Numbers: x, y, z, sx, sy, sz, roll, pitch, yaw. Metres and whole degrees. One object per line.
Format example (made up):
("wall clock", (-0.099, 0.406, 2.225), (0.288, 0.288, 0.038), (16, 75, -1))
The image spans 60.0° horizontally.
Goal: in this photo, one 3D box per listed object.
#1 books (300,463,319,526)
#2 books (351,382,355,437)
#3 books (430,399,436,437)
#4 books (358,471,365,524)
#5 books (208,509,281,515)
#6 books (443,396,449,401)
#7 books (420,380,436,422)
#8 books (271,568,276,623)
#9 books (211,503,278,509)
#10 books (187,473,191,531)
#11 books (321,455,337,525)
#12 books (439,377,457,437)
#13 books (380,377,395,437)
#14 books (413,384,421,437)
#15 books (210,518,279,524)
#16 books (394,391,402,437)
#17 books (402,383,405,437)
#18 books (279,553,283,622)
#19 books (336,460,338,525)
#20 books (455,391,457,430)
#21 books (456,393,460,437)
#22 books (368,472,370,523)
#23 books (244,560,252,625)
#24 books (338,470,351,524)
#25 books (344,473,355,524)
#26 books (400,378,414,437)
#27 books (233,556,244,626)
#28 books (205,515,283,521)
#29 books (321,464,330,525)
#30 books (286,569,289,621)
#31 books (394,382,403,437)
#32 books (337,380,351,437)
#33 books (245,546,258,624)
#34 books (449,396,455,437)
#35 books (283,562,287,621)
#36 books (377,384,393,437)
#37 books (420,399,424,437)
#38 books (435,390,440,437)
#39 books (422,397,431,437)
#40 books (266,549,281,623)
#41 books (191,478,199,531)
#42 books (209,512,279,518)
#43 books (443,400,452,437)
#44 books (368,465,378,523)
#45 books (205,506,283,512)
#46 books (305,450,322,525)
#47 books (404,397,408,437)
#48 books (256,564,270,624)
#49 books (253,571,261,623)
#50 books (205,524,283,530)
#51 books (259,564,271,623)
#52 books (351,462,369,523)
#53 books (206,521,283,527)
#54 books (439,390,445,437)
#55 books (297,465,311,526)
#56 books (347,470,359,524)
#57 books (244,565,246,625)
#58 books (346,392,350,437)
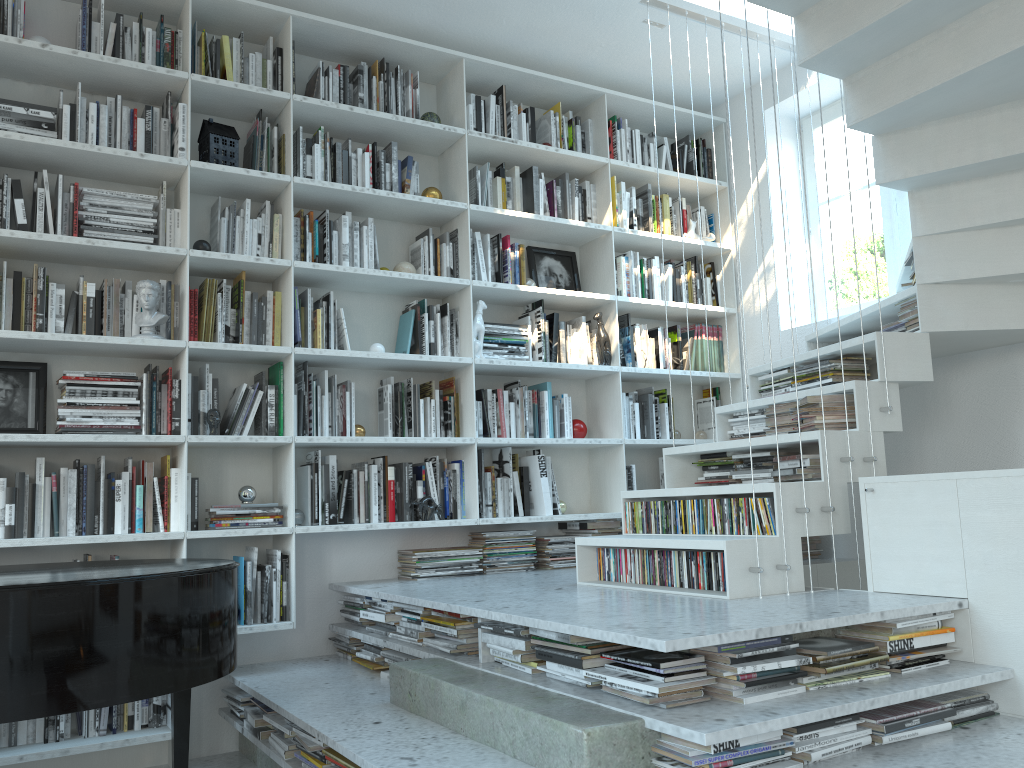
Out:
("books", (-0.869, 0.476, 3.809), (0.023, 0.262, 0.187), (2, -8, -30))
("books", (-0.738, 0.128, 3.961), (0.013, 0.251, 0.173), (2, -8, -30))
("books", (-0.405, 0.174, 4.134), (0.019, 0.182, 0.191), (2, -9, -30))
("books", (-0.693, 0.504, 3.935), (0.024, 0.228, 0.160), (2, -8, -30))
("books", (-1.094, 0.523, 3.620), (0.254, 0.012, 0.161), (2, -9, -30))
("books", (-0.332, 0.169, 4.197), (0.016, 0.205, 0.141), (2, -8, -30))
("books", (-0.397, 0.130, 4.149), (0.006, 0.274, 0.173), (2, -8, -30))
("books", (-0.982, 0.850, 3.584), (0.011, 0.211, 0.178), (2, -9, -30))
("books", (-1.095, 0.499, 3.625), (0.254, 0.012, 0.161), (1, -8, -21))
("books", (-1.322, 0.477, 3.575), (0.027, 0.228, 0.141), (2, -8, -30))
("books", (-0.806, 0.463, 3.848), (0.030, 0.294, 0.189), (2, -8, -30))
("books", (-0.304, 0.123, 4.201), (0.007, 0.295, 0.162), (2, -8, -30))
("books", (-0.573, 0.118, 4.077), (0.016, 0.289, 0.131), (2, -8, -30))
("books", (-0.469, 0.137, 4.096), (0.018, 0.250, 0.184), (2, -9, -30))
("books", (-1.096, 0.560, 3.623), (0.254, 0.012, 0.161), (1, -9, -24))
("books", (-0.544, 0.152, 4.057), (0.016, 0.215, 0.178), (2, -9, -30))
("books", (-0.528, 0.133, 4.085), (0.008, 0.258, 0.158), (2, -8, -30))
("books", (-0.968, 0.827, 3.629), (0.015, 0.270, 0.158), (2, -8, -30))
("books", (-0.793, 0.473, 3.865), (0.010, 0.276, 0.174), (2, -8, -30))
("books", (-0.296, 0.158, 4.236), (0.007, 0.235, 0.132), (2, -8, -30))
("books", (-0.285, 0.162, 4.232), (0.009, 0.223, 0.146), (2, -8, -30))
("books", (-0.667, 0.509, 3.953), (0.012, 0.221, 0.153), (2, -8, -30))
("books", (-1.069, 0.831, 3.544), (0.014, 0.245, 0.176), (2, -8, -30))
("books", (-0.763, 0.498, 3.887), (0.065, 0.231, 0.162), (2, -9, -30))
("books", (-0.730, 0.507, 3.906), (0.011, 0.217, 0.175), (2, -9, -30))
("books", (-0.493, 0.123, 4.114), (0.007, 0.284, 0.159), (2, -8, -30))
("books", (-1.093, 0.823, 3.542), (0.005, 0.263, 0.162), (2, -8, -30))
("books", (-1.095, 0.548, 3.623), (0.285, 0.012, 0.159), (2, -9, -27))
("books", (-0.829, 0.481, 3.834), (0.023, 0.256, 0.178), (2, -8, -30))
("books", (-0.943, 0.859, 3.637), (0.012, 0.205, 0.161), (2, -9, -30))
("books", (-0.539, 0.131, 4.079), (0.015, 0.262, 0.150), (2, -8, -30))
("books", (-0.749, 0.123, 3.954), (0.014, 0.260, 0.142), (2, -8, -30))
("books", (-1.060, 0.808, 3.576), (0.032, 0.300, 0.149), (2, -8, -30))
("books", (-0.315, 0.169, 4.196), (0.013, 0.203, 0.158), (2, -9, -30))
("books", (-0.948, 0.844, 3.622), (0.013, 0.233, 0.149), (2, -8, -30))
("books", (-0.581, 0.135, 4.055), (0.019, 0.251, 0.130), (2, -8, -30))
("books", (-0.452, 0.171, 4.100), (0.018, 0.182, 0.182), (2, -9, -30))
("books", (-0.386, 0.152, 4.151), (0.018, 0.229, 0.182), (2, -9, -30))
("books", (-0.422, 0.168, 4.130), (0.015, 0.194, 0.176), (2, -9, -30))
("books", (-0.973, 0.816, 3.603), (0.021, 0.284, 0.172), (2, -8, -30))
("books", (-1.298, 0.488, 3.591), (0.030, 0.210, 0.136), (2, -8, -30))
("books", (-1.098, 0.537, 3.628), (0.254, 0.012, 0.161), (2, -9, -25))
("books", (-0.332, 0.177, 4.164), (0.016, 0.180, 0.189), (2, -9, -30))
("books", (-0.643, 0.492, 3.950), (0.025, 0.252, 0.181), (2, -9, -30))
("books", (-1.098, 0.512, 3.630), (0.285, 0.012, 0.159), (2, -9, -26))
("books", (-0.857, 0.450, 3.821), (0.010, 0.316, 0.187), (2, -8, -30))
("books", (-0.520, 0.162, 4.108), (0.031, 0.208, 0.122), (2, -8, -30))
("books", (-1.009, 0.843, 3.570), (0.026, 0.224, 0.175), (2, -9, -30))
("books", (-1.037, 0.857, 3.580), (0.013, 0.202, 0.139), (2, -8, -30))
("books", (-1.094, 0.584, 3.618), (0.285, 0.012, 0.159), (2, -9, -27))
("books", (-1.001, 0.846, 3.593), (0.012, 0.225, 0.149), (2, -8, -30))
("books", (-0.676, 0.485, 3.944), (0.014, 0.267, 0.172), (2, -8, -30))
("books", (-1.097, 0.573, 3.624), (0.285, 0.012, 0.159), (2, -9, -25))
("books", (-0.362, 0.154, 4.180), (0.021, 0.231, 0.155), (2, -8, -30))
("books", (-0.895, 0.482, 3.816), (0.012, 0.253, 0.161), (2, -8, -30))
("books", (-0.718, 0.500, 3.925), (0.029, 0.234, 0.142), (2, -8, -30))
("books", (-1.089, 0.841, 3.552), (0.012, 0.228, 0.129), (2, -8, -30))
("books", (-0.758, 0.148, 3.940), (0.014, 0.207, 0.180), (2, -9, -30))
